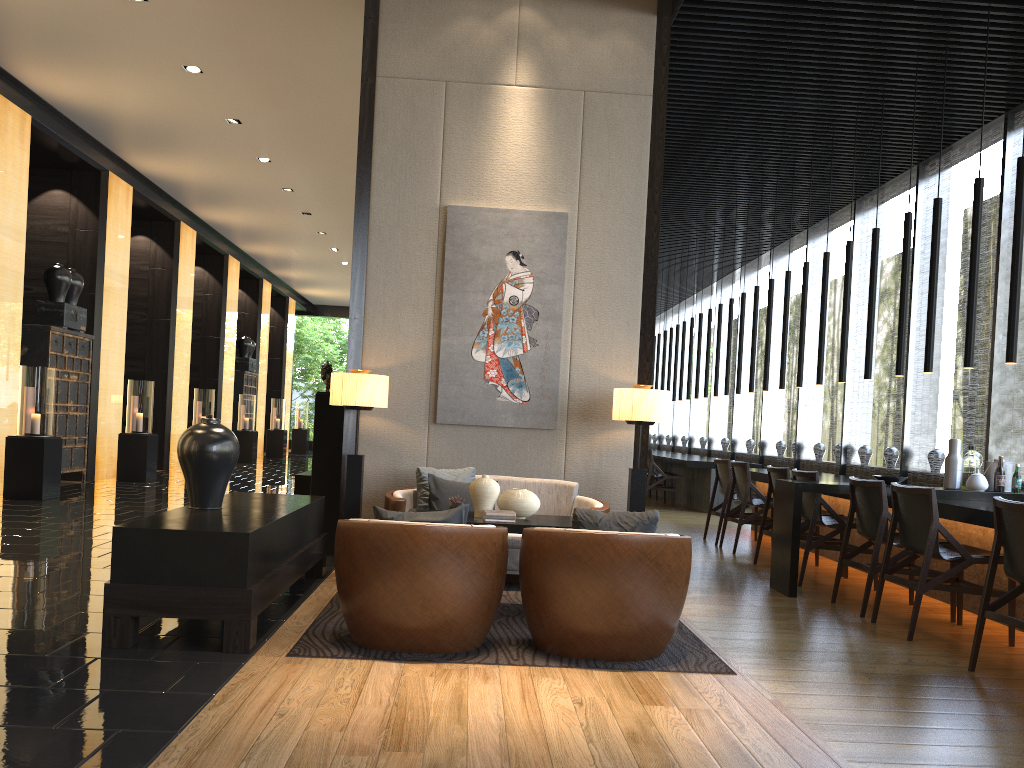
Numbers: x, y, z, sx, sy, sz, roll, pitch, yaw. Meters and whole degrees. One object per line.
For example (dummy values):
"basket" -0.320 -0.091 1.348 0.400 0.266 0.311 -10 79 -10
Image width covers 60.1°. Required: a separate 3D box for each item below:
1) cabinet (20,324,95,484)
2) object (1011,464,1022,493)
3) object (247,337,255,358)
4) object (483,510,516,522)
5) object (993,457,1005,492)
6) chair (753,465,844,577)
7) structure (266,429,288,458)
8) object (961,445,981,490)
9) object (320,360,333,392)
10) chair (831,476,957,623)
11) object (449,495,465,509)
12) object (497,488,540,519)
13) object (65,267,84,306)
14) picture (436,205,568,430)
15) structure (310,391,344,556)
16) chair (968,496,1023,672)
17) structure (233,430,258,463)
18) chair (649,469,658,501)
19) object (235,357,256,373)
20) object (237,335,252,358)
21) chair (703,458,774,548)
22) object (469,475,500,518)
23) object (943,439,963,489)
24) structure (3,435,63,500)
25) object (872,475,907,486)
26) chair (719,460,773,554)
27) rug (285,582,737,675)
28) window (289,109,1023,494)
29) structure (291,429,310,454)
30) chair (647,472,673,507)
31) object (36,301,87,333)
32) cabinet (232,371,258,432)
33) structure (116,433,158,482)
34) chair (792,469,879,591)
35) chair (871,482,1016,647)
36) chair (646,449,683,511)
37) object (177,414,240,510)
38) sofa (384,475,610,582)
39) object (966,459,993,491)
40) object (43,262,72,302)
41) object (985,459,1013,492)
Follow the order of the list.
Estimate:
"cabinet" -5.701 0.293 10.883 0.547 1.924 1.187 3 0 -2
"object" 3.399 0.636 5.960 0.056 0.197 0.056 3 0 -1
"object" -5.928 -0.814 19.881 0.312 0.493 0.311 3 0 -21
"object" -0.069 0.714 4.792 0.174 0.051 0.138 3 -2 -7
"object" 3.304 0.612 5.995 0.067 0.237 0.067 3 0 -9
"chair" 2.308 1.084 7.117 0.563 0.827 0.525 3 0 -3
"structure" -5.618 1.418 21.138 0.402 0.658 0.402 3 0 -3
"object" 3.191 0.580 6.153 0.129 0.305 0.129 3 0 -17
"object" -1.354 -0.053 6.677 0.176 0.246 0.115 3 0 -3
"chair" 2.380 1.012 5.530 0.563 0.827 0.525 3 0 -3
"object" -0.312 0.681 5.010 0.092 0.112 0.091 4 -1 -40
"object" 0.037 0.674 4.992 0.245 0.168 0.245 3 -2 0
"object" -5.527 -1.215 11.072 0.312 0.493 0.311 3 0 -21
"picture" -0.066 -0.456 6.118 0.835 1.502 0.037 3 1 -3
"structure" -1.372 0.674 6.683 0.240 1.218 0.240 3 1 -3
"chair" 2.453 0.940 3.944 0.563 0.827 0.525 3 0 -3
"structure" -5.485 1.284 18.204 0.402 0.658 0.402 3 0 -3
"chair" 1.995 1.399 14.012 0.563 0.827 0.525 3 0 -3
"object" -5.932 -0.416 19.712 0.365 0.315 0.606 3 -2 -3
"object" -5.913 -0.829 19.549 0.312 0.493 0.311 3 0 -29
"chair" 2.236 1.157 8.703 0.563 0.827 0.525 3 0 -3
"object" -0.154 0.624 4.926 0.171 0.236 0.171 3 -1 32
"object" 3.046 0.550 6.102 0.113 0.344 0.113 3 0 -7
"structure" -5.084 0.883 9.404 0.402 0.658 0.402 3 0 -3
"object" 2.587 0.667 6.065 0.227 0.067 0.227 3 -2 0
"chair" 2.262 1.130 8.129 0.563 0.827 0.525 3 0 -3
"rug" -0.043 1.265 4.944 1.958 0.008 2.243 3 -3 -3
"window" -1.699 -0.632 11.275 12.054 4.227 31.899 3 -3 -2
"structure" -5.752 1.551 24.071 0.402 0.658 0.402 3 0 -3
"chair" 2.043 1.350 12.941 0.563 0.827 0.525 3 0 -3
"object" -5.531 -0.818 10.903 0.365 0.315 0.606 3 -2 -3
"cabinet" -6.102 0.695 19.693 0.547 1.924 1.187 3 0 -2
"structure" -5.218 1.016 12.338 0.402 0.658 0.402 3 0 -3
"chair" 2.334 1.058 6.542 0.563 0.827 0.525 3 0 -3
"chair" 2.407 0.986 4.956 0.563 0.827 0.525 3 0 -3
"chair" 2.069 1.324 12.367 0.563 0.827 0.525 3 0 -3
"object" -1.598 0.405 4.653 0.311 0.493 0.312 3 0 16
"sofa" -0.104 0.959 5.768 1.449 0.694 0.603 3 -1 -3
"object" 3.147 0.613 5.984 0.136 0.217 0.135 3 0 -15
"object" -5.512 -1.231 10.740 0.312 0.493 0.311 3 0 -36
"object" 3.358 0.629 6.109 0.169 0.219 0.169 3 -1 -7
